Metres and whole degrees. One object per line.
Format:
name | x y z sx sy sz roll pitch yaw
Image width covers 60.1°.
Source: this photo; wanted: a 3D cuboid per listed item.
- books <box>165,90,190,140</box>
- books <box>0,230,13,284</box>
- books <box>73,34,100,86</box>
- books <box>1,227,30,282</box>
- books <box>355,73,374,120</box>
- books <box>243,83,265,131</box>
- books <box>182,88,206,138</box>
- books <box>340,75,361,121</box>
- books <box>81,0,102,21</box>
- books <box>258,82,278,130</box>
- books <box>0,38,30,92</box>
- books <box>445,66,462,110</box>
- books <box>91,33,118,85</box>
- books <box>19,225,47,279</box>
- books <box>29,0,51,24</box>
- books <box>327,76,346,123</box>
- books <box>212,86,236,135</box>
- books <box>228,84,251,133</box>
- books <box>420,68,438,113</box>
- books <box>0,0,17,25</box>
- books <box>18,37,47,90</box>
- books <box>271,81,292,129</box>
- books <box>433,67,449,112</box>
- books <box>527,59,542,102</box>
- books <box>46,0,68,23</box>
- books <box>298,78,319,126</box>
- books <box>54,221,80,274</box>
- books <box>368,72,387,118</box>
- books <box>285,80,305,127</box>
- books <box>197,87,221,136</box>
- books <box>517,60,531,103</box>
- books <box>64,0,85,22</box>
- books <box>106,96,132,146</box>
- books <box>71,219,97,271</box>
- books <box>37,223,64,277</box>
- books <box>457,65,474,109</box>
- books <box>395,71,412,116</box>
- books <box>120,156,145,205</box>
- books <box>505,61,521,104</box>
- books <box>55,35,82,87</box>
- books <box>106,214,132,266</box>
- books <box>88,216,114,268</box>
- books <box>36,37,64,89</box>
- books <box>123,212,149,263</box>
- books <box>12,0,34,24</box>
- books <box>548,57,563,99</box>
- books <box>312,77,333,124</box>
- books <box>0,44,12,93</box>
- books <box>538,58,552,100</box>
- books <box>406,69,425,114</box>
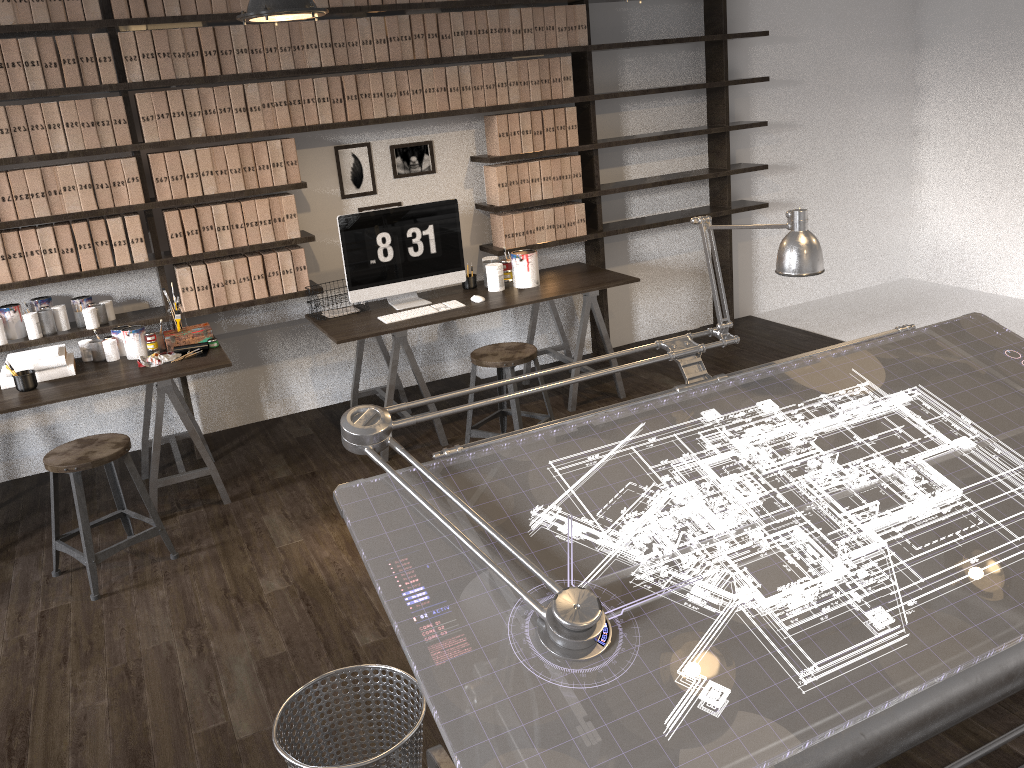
books | -1.604 -1.288 4.240 0.067 0.222 0.176 -13 19 -23
books | -2.340 -0.580 4.047 0.067 0.222 0.176 -13 19 -23
books | -1.938 -1.468 4.037 0.067 0.222 0.176 -13 19 -23
books | -2.282 -0.596 4.079 0.067 0.222 0.176 -13 19 -23
books | -0.786 -1.491 4.605 0.067 0.222 0.176 -13 19 -23
books | -1.287 -1.367 4.382 0.067 0.222 0.176 -13 19 -23
books | -1.540 -1.305 4.271 0.067 0.222 0.176 -13 19 -23
books | -0.851 -1.473 4.571 0.067 0.222 0.176 -13 19 -23
books | -1.903 -1.742 3.982 0.067 0.222 0.176 -13 19 -23
books | -1.231 -1.381 4.408 0.067 0.222 0.176 -13 19 -23
books | -2.199 -1.404 3.922 0.067 0.222 0.176 -13 19 -23
books | -0.346 -1.597 4.790 0.067 0.222 0.176 -13 19 -23
books | -1.869 -1.484 4.065 0.067 0.222 0.176 -13 19 -23
books | -2.218 -0.612 4.107 0.067 0.222 0.176 -13 19 -23
books | -2.090 -1.696 3.898 0.067 0.222 0.176 -13 19 -23
books | -0.920 -1.458 4.546 0.067 0.222 0.176 -13 19 -23
books | -1.416 -1.336 4.328 0.067 0.222 0.176 -13 19 -23
books | -1.351 -1.351 4.352 0.067 0.222 0.176 -13 19 -23
books | -0.469 -1.568 4.741 0.067 0.222 0.176 -13 19 -23
books | -2.208 -1.668 3.850 0.067 0.222 0.176 -13 19 -23
books | -2.134 -1.418 3.947 0.067 0.222 0.176 -13 19 -23
books | -1.169 -1.395 4.430 0.067 0.222 0.176 -13 19 -23
books | -0.410 -1.581 4.762 0.067 0.222 0.176 -13 19 -23
books | 0.089 -1.704 4.981 0.067 0.222 0.176 -13 19 -23
books | -2.032 -1.712 3.930 0.067 0.222 0.176 -13 19 -23
books | -1.048 -1.427 4.490 0.067 0.222 0.176 -13 19 -23
books | -2.091 -0.643 4.163 0.067 0.222 0.176 -13 19 -23
books | -0.725 -1.504 4.625 0.067 0.222 0.176 -13 19 -23
books | -1.111 -1.411 4.462 0.067 0.222 0.176 -13 19 -23
books | -1.479 -1.321 4.302 0.067 0.222 0.176 -13 19 -23
books | 0.027 -1.690 4.959 0.067 0.222 0.176 -13 19 -23
books | -1.969 -1.728 3.958 0.067 0.222 0.176 -13 19 -23
books | -1.838 -1.227 4.144 0.067 0.222 0.176 -13 19 -23
books | -2.021 -0.658 4.187 0.067 0.222 0.176 -13 19 -23
books | -2.153 -0.626 4.131 0.067 0.222 0.176 -13 19 -23
books | -0.282 -1.614 4.822 0.067 0.222 0.176 -13 19 -23
books | -0.600 -1.537 4.687 0.067 0.222 0.176 -13 19 -23
books | -1.808 -0.965 4.217 0.067 0.222 0.176 -13 19 -23
books | -0.029 -1.676 4.933 0.067 0.222 0.176 -13 19 -23
books | -2.002 -1.450 4.003 0.067 0.222 0.176 -13 19 -23
books | -1.887 -0.691 4.246 0.067 0.222 0.176 -13 19 -23
books | -1.957 -0.676 4.221 0.067 0.222 0.176 -13 19 -23
books | -2.072 -1.435 3.979 0.067 0.222 0.176 -13 19 -23
books | -1.818 -0.709 4.279 0.067 0.222 0.176 -13 19 -23
books | -2.152 -1.682 3.876 0.067 0.222 0.176 -13 19 -23
books | 0.211 -1.736 5.041 0.067 0.222 0.176 -13 19 -23
books | -0.982 -1.441 4.514 0.067 0.222 0.176 -13 19 -23
books | -2.263 -1.388 3.895 0.067 0.222 0.176 -13 19 -23
books | 0.147 -1.720 5.013 0.067 0.222 0.176 -13 19 -23
books | -0.537 -1.552 4.713 0.067 0.222 0.176 -13 19 -23
